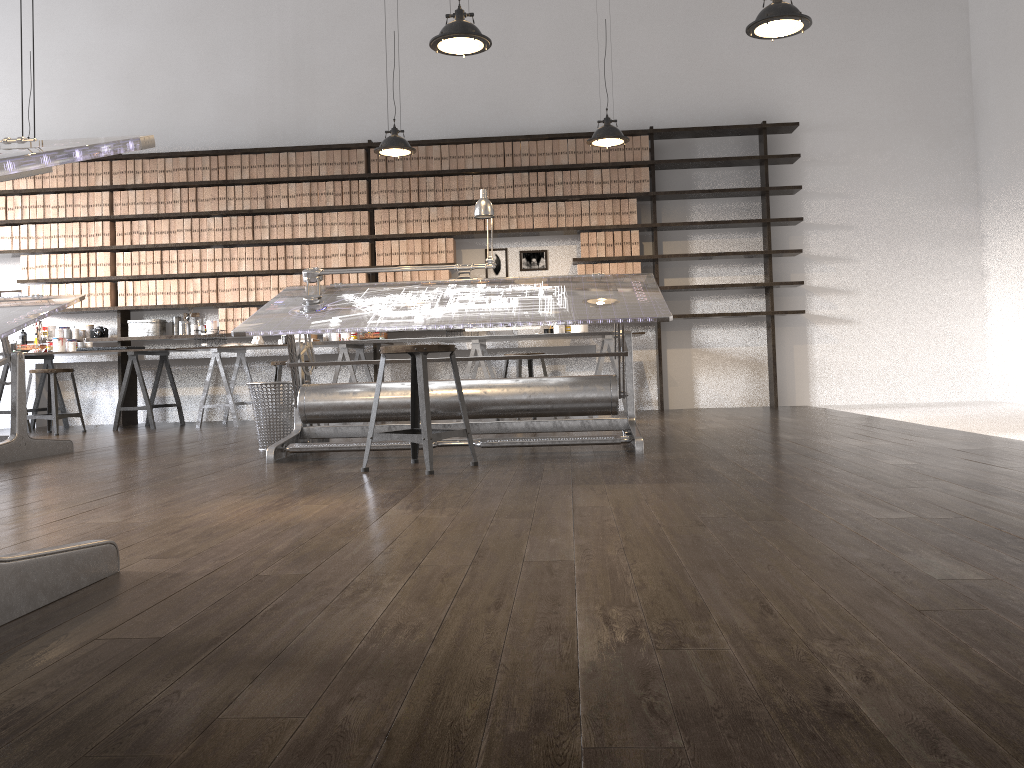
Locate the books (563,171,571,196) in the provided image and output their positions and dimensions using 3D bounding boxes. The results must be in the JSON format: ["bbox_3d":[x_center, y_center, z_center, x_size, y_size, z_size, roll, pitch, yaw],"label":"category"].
[{"bbox_3d":[0.484,-1.746,7.797,0.067,0.226,0.174,-2,-1,4],"label":"books"}]

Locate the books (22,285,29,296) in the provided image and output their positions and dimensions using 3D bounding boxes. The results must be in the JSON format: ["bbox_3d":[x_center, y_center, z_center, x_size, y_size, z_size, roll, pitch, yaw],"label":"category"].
[{"bbox_3d":[-4.378,-0.779,8.063,0.067,0.226,0.174,-2,-1,4],"label":"books"}]

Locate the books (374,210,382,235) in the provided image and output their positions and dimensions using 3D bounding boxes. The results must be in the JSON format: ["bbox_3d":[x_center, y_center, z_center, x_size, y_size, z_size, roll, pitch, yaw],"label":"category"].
[{"bbox_3d":[-1.171,-1.426,7.888,0.067,0.226,0.174,-2,-1,4],"label":"books"}]

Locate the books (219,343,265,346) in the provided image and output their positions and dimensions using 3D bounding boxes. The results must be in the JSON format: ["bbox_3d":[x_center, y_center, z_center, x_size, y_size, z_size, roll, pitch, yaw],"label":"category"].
[{"bbox_3d":[-2.241,-0.327,7.421,0.354,0.029,0.256,-2,1,4],"label":"books"}]

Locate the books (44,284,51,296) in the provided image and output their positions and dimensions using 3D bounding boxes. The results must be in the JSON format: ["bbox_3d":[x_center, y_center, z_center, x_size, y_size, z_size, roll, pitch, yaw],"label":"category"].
[{"bbox_3d":[-4.176,-0.785,8.052,0.067,0.226,0.174,-2,-1,4],"label":"books"}]

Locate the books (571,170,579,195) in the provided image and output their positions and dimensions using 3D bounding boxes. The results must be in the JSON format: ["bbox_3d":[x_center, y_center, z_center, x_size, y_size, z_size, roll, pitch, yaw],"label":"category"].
[{"bbox_3d":[0.554,-1.748,7.793,0.067,0.226,0.174,-2,-1,4],"label":"books"}]

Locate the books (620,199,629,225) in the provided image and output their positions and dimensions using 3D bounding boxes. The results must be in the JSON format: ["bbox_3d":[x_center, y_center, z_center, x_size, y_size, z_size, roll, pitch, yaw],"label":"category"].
[{"bbox_3d":[0.984,-1.492,7.758,0.067,0.226,0.174,-2,-1,4],"label":"books"}]

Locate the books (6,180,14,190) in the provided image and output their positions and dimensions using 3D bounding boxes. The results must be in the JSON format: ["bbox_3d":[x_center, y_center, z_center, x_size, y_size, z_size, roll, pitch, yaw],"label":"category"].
[{"bbox_3d":[-4.548,-1.869,8.109,0.067,0.226,0.174,-2,-1,4],"label":"books"}]

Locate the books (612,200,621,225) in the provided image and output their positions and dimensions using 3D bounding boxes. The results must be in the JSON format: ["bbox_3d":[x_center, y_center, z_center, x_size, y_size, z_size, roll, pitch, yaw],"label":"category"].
[{"bbox_3d":[0.913,-1.490,7.762,0.067,0.226,0.174,-2,-1,4],"label":"books"}]

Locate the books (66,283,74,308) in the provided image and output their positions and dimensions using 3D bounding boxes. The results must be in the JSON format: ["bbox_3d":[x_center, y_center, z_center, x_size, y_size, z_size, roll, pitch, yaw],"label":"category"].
[{"bbox_3d":[-3.967,-0.792,8.041,0.067,0.226,0.174,-2,-1,4],"label":"books"}]

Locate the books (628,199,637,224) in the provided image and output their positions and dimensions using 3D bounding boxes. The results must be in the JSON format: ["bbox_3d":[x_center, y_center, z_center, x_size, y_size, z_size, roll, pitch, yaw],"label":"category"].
[{"bbox_3d":[1.054,-1.494,7.749,0.067,0.226,0.174,-2,-1,4],"label":"books"}]

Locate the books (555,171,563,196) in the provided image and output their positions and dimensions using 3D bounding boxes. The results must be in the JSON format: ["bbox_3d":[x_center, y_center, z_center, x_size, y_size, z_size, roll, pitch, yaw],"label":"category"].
[{"bbox_3d":[0.413,-1.743,7.797,0.067,0.226,0.174,-2,-1,4],"label":"books"}]

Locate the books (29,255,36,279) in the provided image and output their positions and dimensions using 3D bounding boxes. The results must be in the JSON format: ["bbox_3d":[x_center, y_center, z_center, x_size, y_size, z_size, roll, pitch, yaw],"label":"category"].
[{"bbox_3d":[-4.321,-1.052,8.072,0.067,0.226,0.174,-2,-1,4],"label":"books"}]

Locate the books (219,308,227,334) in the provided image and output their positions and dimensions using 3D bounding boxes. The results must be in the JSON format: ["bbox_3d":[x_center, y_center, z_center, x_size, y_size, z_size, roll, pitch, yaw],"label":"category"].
[{"bbox_3d":[-2.563,-0.560,7.943,0.067,0.226,0.174,-2,-1,4],"label":"books"}]

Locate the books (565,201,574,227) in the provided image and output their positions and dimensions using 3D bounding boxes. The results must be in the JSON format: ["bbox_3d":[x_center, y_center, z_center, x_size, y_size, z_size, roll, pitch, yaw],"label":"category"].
[{"bbox_3d":[0.504,-1.477,7.788,0.067,0.226,0.174,-2,-1,4],"label":"books"}]

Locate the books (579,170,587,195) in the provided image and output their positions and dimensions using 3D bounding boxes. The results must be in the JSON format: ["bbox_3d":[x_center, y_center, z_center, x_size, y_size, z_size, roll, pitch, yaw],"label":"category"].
[{"bbox_3d":[0.621,-1.750,7.783,0.067,0.226,0.174,-2,-1,4],"label":"books"}]

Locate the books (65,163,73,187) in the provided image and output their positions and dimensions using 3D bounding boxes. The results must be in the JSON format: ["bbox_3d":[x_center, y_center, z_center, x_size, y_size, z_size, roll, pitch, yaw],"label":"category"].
[{"bbox_3d":[-3.993,-1.886,8.074,0.067,0.226,0.174,-2,-1,4],"label":"books"}]

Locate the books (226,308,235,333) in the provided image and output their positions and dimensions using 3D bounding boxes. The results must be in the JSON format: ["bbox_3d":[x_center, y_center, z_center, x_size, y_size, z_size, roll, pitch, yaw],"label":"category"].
[{"bbox_3d":[-2.495,-0.563,7.945,0.067,0.226,0.174,-2,-1,4],"label":"books"}]

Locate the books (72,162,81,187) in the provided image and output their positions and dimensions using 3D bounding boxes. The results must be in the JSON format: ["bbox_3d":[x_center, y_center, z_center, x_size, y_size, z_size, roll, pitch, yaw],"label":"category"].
[{"bbox_3d":[-3.930,-1.888,8.075,0.067,0.226,0.174,-2,-1,4],"label":"books"}]

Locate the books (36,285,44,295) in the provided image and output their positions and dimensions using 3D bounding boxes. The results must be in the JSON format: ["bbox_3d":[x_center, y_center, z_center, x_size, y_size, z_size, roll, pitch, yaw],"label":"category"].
[{"bbox_3d":[-4.249,-0.783,8.059,0.067,0.226,0.174,-2,-1,4],"label":"books"}]

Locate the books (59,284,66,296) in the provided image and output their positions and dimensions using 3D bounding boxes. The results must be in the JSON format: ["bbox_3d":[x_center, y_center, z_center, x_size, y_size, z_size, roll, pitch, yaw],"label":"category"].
[{"bbox_3d":[-4.036,-0.790,8.049,0.067,0.226,0.174,-2,-1,4],"label":"books"}]

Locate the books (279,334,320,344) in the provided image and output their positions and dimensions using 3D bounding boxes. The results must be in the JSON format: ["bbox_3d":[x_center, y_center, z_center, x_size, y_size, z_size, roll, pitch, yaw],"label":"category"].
[{"bbox_3d":[-1.835,-0.398,7.575,0.294,0.148,0.385,-2,1,4],"label":"books"}]

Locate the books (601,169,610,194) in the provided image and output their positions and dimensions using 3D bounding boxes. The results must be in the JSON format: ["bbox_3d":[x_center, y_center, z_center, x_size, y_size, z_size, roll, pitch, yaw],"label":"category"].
[{"bbox_3d":[0.823,-1.756,7.771,0.067,0.226,0.174,-2,-1,4],"label":"books"}]

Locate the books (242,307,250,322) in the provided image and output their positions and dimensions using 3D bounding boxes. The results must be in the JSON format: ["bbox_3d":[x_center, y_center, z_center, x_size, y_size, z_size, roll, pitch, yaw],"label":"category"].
[{"bbox_3d":[-2.354,-0.567,7.932,0.067,0.226,0.174,-2,-1,4],"label":"books"}]

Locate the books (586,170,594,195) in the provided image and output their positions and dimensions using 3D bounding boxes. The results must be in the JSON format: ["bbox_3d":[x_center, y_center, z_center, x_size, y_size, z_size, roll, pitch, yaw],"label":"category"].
[{"bbox_3d":[0.688,-1.752,7.783,0.067,0.226,0.174,-2,-1,4],"label":"books"}]

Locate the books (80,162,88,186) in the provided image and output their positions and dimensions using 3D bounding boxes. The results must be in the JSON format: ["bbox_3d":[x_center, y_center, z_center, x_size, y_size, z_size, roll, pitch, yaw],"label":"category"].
[{"bbox_3d":[-3.855,-1.890,8.071,0.067,0.226,0.174,-2,-1,4],"label":"books"}]

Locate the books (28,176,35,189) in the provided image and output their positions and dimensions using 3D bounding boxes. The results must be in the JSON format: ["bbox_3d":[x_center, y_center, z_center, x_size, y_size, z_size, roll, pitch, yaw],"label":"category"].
[{"bbox_3d":[-4.347,-1.875,8.097,0.067,0.226,0.174,-2,-1,4],"label":"books"}]

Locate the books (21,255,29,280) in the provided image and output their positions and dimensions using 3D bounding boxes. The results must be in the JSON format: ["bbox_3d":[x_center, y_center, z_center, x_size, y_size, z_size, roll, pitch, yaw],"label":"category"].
[{"bbox_3d":[-4.394,-1.050,8.074,0.067,0.226,0.174,-2,-1,4],"label":"books"}]

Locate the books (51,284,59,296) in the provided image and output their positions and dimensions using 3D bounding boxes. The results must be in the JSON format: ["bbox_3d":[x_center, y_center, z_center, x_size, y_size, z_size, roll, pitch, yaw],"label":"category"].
[{"bbox_3d":[-4.106,-0.788,8.052,0.067,0.226,0.174,-2,-1,4],"label":"books"}]

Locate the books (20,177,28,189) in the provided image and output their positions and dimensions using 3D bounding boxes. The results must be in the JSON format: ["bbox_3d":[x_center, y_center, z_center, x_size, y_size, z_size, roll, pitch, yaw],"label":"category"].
[{"bbox_3d":[-4.419,-1.873,8.104,0.067,0.226,0.174,-2,-1,4],"label":"books"}]

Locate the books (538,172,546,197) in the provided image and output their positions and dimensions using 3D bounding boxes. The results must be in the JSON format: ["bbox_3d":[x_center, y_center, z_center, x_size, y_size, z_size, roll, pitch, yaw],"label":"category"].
[{"bbox_3d":[0.267,-1.739,7.805,0.067,0.226,0.174,-2,-1,4],"label":"books"}]

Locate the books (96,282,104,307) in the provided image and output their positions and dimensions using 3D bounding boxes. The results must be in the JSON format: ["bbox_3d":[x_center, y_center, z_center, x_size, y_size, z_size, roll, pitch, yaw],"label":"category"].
[{"bbox_3d":[-3.694,-0.800,8.028,0.067,0.226,0.174,-2,-1,4],"label":"books"}]

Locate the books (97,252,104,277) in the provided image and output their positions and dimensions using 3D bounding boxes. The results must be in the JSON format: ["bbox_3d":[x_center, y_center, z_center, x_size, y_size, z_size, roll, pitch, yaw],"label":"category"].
[{"bbox_3d":[-3.688,-1.072,8.034,0.067,0.226,0.174,-2,-1,4],"label":"books"}]

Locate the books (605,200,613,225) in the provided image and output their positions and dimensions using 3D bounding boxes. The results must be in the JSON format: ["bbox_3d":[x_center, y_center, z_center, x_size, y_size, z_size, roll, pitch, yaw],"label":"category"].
[{"bbox_3d":[0.845,-1.487,7.760,0.067,0.226,0.174,-2,-1,4],"label":"books"}]

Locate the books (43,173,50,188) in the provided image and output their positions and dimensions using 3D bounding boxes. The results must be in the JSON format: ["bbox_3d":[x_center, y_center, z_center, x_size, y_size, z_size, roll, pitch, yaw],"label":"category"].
[{"bbox_3d":[-4.207,-1.879,8.095,0.067,0.226,0.174,-2,-1,4],"label":"books"}]

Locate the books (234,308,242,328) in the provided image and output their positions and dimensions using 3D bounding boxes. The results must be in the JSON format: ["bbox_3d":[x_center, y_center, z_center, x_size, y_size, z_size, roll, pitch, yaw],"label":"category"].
[{"bbox_3d":[-2.425,-0.565,7.941,0.067,0.226,0.174,-2,-1,4],"label":"books"}]

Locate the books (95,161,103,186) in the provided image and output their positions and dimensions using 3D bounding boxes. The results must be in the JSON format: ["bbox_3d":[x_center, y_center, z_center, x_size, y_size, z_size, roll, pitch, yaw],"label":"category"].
[{"bbox_3d":[-3.716,-1.894,8.061,0.067,0.226,0.174,-2,-1,4],"label":"books"}]

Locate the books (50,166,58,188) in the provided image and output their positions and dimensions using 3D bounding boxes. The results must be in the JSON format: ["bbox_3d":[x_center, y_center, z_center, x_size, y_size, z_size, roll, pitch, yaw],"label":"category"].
[{"bbox_3d":[-4.137,-1.881,8.086,0.067,0.226,0.174,-2,-1,4],"label":"books"}]

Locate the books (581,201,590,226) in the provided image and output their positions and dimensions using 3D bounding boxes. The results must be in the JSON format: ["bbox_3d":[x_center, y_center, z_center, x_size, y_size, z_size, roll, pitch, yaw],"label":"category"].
[{"bbox_3d":[0.644,-1.481,7.774,0.067,0.226,0.174,-2,-1,4],"label":"books"}]

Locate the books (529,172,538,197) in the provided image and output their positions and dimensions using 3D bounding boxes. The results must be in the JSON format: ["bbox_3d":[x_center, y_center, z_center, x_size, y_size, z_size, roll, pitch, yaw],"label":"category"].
[{"bbox_3d":[0.193,-1.737,7.815,0.067,0.226,0.174,-2,-1,4],"label":"books"}]

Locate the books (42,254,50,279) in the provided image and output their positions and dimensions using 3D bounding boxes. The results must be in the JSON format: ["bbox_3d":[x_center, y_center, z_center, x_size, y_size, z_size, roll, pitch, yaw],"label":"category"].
[{"bbox_3d":[-4.192,-1.056,8.061,0.067,0.226,0.174,-2,-1,4],"label":"books"}]

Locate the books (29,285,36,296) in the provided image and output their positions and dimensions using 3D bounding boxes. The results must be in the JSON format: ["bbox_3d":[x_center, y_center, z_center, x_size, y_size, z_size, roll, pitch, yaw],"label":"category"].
[{"bbox_3d":[-4.311,-0.781,8.064,0.067,0.226,0.174,-2,-1,4],"label":"books"}]

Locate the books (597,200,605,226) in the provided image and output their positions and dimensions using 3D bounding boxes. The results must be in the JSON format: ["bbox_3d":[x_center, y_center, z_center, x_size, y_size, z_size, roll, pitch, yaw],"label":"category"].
[{"bbox_3d":[0.779,-1.486,7.769,0.067,0.226,0.174,-2,-1,4],"label":"books"}]

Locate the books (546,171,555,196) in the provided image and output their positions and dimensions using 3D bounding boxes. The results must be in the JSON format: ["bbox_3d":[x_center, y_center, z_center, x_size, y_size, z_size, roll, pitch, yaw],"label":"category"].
[{"bbox_3d":[0.342,-1.741,7.806,0.067,0.226,0.174,-2,-1,4],"label":"books"}]

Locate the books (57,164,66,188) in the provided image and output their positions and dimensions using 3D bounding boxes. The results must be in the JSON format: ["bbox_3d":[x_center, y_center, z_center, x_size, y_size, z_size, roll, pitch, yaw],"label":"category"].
[{"bbox_3d":[-4.065,-1.884,8.079,0.067,0.226,0.174,-2,-1,4],"label":"books"}]

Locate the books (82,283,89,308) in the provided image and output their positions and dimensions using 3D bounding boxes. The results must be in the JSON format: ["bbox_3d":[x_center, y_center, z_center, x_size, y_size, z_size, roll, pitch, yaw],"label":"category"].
[{"bbox_3d":[-3.823,-0.796,8.029,0.067,0.226,0.174,-2,-1,4],"label":"books"}]

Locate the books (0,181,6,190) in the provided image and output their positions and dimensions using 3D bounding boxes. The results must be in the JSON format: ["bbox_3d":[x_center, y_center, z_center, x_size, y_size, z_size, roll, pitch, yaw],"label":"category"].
[{"bbox_3d":[-4.615,-1.867,8.119,0.067,0.226,0.174,-2,-1,4],"label":"books"}]

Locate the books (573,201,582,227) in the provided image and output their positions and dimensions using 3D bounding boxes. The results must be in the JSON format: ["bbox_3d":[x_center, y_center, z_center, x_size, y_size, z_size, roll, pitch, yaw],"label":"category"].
[{"bbox_3d":[0.574,-1.479,7.782,0.067,0.226,0.174,-2,-1,4],"label":"books"}]

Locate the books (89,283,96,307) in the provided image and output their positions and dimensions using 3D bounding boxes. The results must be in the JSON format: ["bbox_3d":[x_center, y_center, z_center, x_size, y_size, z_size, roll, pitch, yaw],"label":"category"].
[{"bbox_3d":[-3.759,-0.798,8.030,0.067,0.226,0.174,-2,-1,4],"label":"books"}]

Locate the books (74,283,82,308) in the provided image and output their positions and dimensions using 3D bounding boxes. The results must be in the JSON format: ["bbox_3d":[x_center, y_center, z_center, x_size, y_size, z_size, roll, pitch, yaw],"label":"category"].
[{"bbox_3d":[-3.895,-0.794,8.033,0.067,0.226,0.174,-2,-1,4],"label":"books"}]

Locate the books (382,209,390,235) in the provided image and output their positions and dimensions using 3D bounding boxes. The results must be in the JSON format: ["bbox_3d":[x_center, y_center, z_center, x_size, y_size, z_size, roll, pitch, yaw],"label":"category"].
[{"bbox_3d":[-1.109,-1.427,7.880,0.067,0.226,0.174,-2,-1,4],"label":"books"}]

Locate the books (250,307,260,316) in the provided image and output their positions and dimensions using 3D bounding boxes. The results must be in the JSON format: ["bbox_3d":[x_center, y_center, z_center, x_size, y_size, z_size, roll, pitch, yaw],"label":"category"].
[{"bbox_3d":[-2.283,-0.569,7.933,0.067,0.226,0.174,-2,-1,4],"label":"books"}]

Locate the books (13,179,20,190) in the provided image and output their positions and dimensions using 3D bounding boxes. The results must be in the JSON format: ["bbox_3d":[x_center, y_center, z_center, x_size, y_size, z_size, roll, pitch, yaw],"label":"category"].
[{"bbox_3d":[-4.481,-1.871,8.109,0.067,0.226,0.174,-2,-1,4],"label":"books"}]

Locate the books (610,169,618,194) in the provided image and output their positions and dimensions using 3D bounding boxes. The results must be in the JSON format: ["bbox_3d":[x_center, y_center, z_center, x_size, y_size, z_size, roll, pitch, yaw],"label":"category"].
[{"bbox_3d":[0.893,-1.758,7.771,0.067,0.226,0.174,-2,-1,4],"label":"books"}]

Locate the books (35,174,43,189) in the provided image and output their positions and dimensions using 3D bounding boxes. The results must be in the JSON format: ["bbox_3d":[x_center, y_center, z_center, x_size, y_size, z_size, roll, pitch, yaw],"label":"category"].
[{"bbox_3d":[-4.276,-1.877,8.097,0.067,0.226,0.174,-2,-1,4],"label":"books"}]

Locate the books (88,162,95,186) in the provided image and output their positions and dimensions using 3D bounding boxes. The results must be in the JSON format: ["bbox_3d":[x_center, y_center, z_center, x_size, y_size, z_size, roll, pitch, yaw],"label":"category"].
[{"bbox_3d":[-3.785,-1.892,8.069,0.067,0.226,0.174,-2,-1,4],"label":"books"}]
